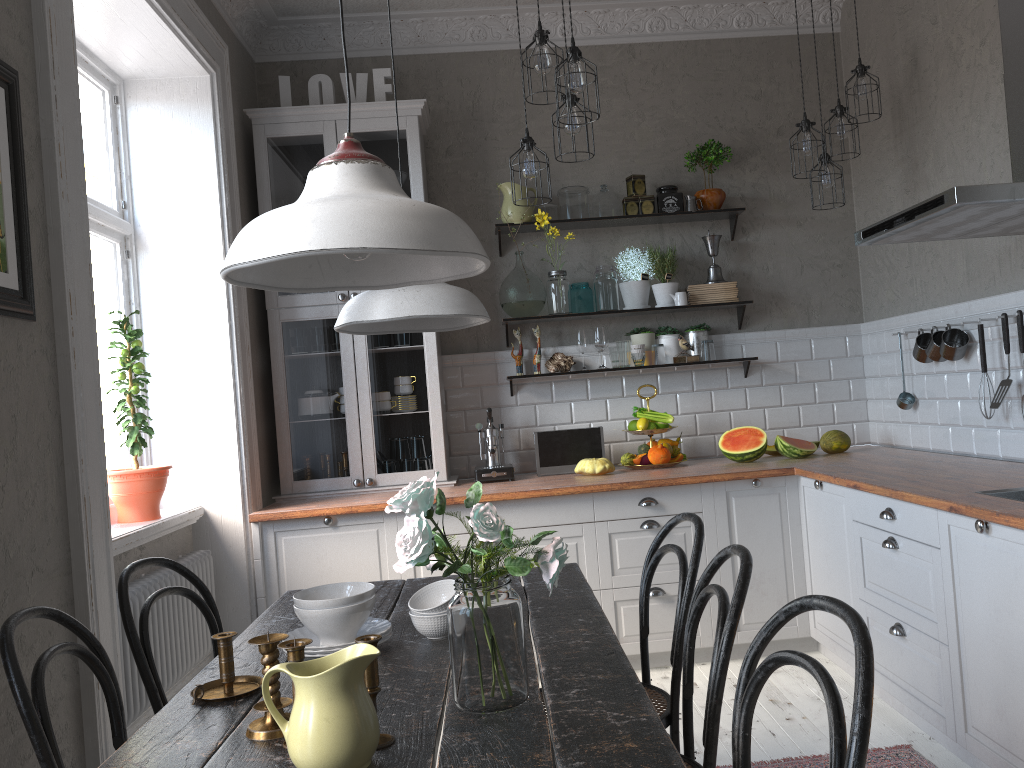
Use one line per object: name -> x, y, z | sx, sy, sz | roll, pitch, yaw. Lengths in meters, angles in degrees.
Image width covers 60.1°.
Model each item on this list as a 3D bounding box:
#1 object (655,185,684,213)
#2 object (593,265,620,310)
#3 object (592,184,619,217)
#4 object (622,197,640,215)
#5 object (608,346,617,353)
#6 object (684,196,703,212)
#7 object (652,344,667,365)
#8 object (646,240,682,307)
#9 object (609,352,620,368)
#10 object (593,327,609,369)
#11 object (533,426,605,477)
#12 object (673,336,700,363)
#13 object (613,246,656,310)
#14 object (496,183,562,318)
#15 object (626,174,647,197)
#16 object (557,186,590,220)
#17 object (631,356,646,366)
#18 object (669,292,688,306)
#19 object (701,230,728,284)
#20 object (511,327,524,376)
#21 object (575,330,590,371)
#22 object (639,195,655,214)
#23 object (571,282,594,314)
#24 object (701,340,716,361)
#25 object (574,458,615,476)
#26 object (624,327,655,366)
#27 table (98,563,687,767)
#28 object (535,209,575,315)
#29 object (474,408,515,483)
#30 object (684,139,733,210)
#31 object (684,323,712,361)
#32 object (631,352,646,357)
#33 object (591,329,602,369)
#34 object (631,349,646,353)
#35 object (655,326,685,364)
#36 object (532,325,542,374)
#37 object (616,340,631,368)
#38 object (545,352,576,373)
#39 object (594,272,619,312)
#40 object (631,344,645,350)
object -> 0.837, -0.973, 4.753 | 0.142, 0.174, 0.142 | -4, -1, -3
object -> 0.510, -0.506, 4.792 | 0.131, 0.264, 0.131 | -5, -1, 3
object -> 0.504, -0.968, 4.785 | 0.143, 0.220, 0.137 | -4, -1, -43
object -> 0.631, -0.927, 4.692 | 0.083, 0.113, 0.082 | -4, -1, -3
object -> 0.556, -0.157, 4.724 | 0.077, 0.083, 0.078 | -5, -1, 15
object -> 0.954, -0.945, 4.662 | 0.093, 0.096, 0.074 | -5, -1, -2
object -> 0.773, -0.155, 4.675 | 0.078, 0.108, 0.077 | -4, -1, -9
object -> 0.804, -0.590, 4.701 | 0.188, 0.380, 0.166 | -4, -1, -42
object -> 0.559, -0.124, 4.724 | 0.077, 0.083, 0.078 | -5, -1, 15
object -> 0.468, -0.186, 4.611 | 0.083, 0.217, 0.081 | -4, -1, -17
object -> 0.294, 0.343, 4.512 | 0.352, 0.226, 0.088 | -4, -1, -4
object -> 0.922, -0.184, 4.678 | 0.121, 0.147, 0.098 | -4, -1, -35
object -> 0.671, -0.567, 4.744 | 0.242, 0.354, 0.237 | -5, -1, 15
object -> 0.036, -0.681, 4.603 | 0.341, 0.674, 0.331 | -4, -1, -34
object -> 0.656, -1.042, 4.683 | 0.084, 0.113, 0.081 | -4, -1, -23
object -> 0.329, -0.939, 4.679 | 0.168, 0.184, 0.175 | -5, -1, 36
object -> 0.661, -0.118, 4.612 | 0.078, 0.051, 0.076 | -4, -1, -10
object -> 0.884, -0.444, 4.640 | 0.104, 0.071, 0.064 | -5, -1, 27
object -> 1.079, -0.674, 4.745 | 0.132, 0.287, 0.129 | -4, -1, -18
object -> 0.031, -0.170, 4.675 | 0.054, 0.264, 0.060 | -4, -1, -32
object -> 0.376, -0.177, 4.699 | 0.083, 0.217, 0.081 | -4, -1, -17
object -> 0.718, -0.934, 4.694 | 0.082, 0.113, 0.083 | -5, -1, 7
object -> 0.369, -0.451, 4.721 | 0.126, 0.172, 0.126 | -5, -1, 1
object -> 1.033, -0.176, 4.667 | 0.078, 0.108, 0.077 | -4, -1, -9
object -> 0.402, 0.402, 4.316 | 0.197, 0.083, 0.189 | -5, -1, -2
object -> 0.688, -0.202, 4.742 | 0.159, 0.217, 0.153 | -4, -1, -23
table -> -0.190, 0.943, 1.804 | 0.907, 0.735, 1.915 | -5, -1, -2
object -> 0.217, -0.627, 4.570 | 0.193, 0.540, 0.278 | -4, -1, -10
object -> -0.098, 0.300, 4.400 | 0.206, 0.370, 0.352 | -4, -1, -2
object -> 1.062, -1.104, 4.724 | 0.257, 0.397, 0.244 | -5, -1, 22
object -> 1.008, -0.221, 4.780 | 0.159, 0.213, 0.152 | -4, -1, -5
object -> 0.660, -0.136, 4.613 | 0.078, 0.051, 0.076 | -4, -1, -10
object -> 0.463, -0.184, 4.700 | 0.083, 0.217, 0.081 | -4, -1, -17
object -> 0.659, -0.153, 4.613 | 0.076, 0.051, 0.078 | -5, -1, 16
object -> 0.843, -0.210, 4.761 | 0.170, 0.214, 0.150 | -5, -1, 27
object -> 0.136, -0.179, 4.667 | 0.052, 0.264, 0.063 | -5, -1, 33
object -> 0.589, -0.156, 4.652 | 0.080, 0.139, 0.077 | -4, -1, -30
object -> 0.246, -0.113, 4.648 | 0.180, 0.111, 0.094 | -4, -1, -26
object -> 0.493, -0.478, 4.640 | 0.123, 0.206, 0.126 | -5, -1, 20
object -> 0.657, -0.178, 4.613 | 0.078, 0.051, 0.076 | -4, -1, -17
